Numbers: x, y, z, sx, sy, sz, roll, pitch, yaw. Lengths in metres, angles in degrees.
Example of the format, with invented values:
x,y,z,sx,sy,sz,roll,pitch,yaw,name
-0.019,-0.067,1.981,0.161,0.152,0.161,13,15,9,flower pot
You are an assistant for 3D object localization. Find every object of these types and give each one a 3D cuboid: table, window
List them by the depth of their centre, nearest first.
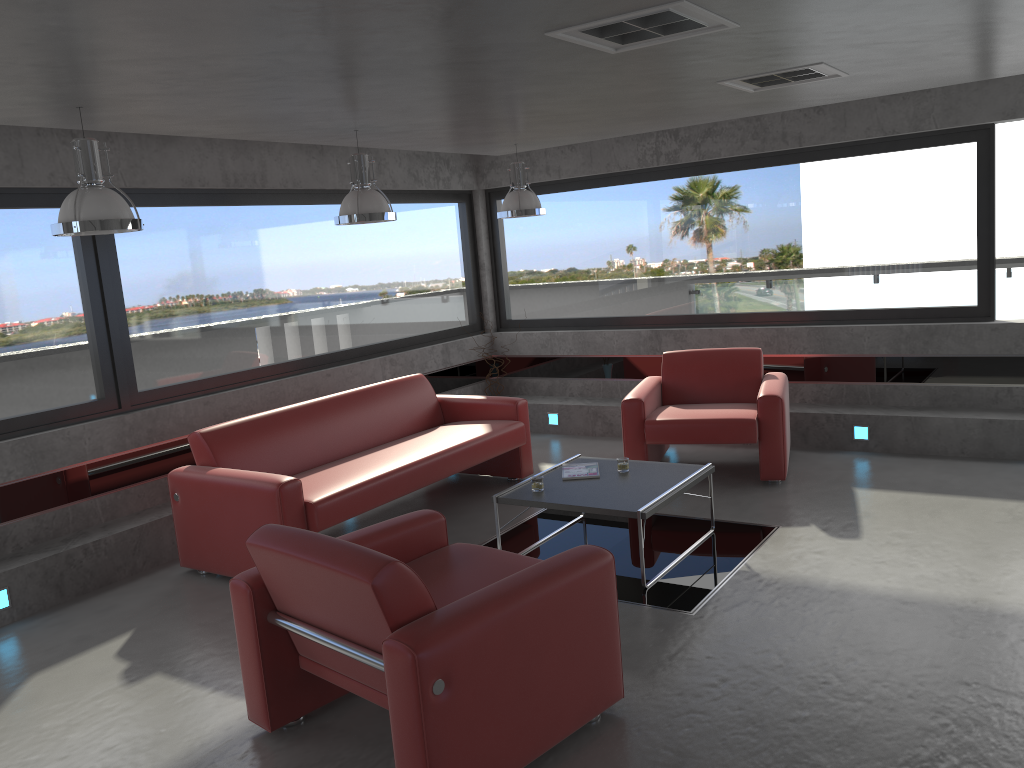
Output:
x,y,z,sx,sy,sz,roll,pitch,yaw,name
0.579,0.784,5.358,0.994,0.436,1.018,1,11,34,table
-2.607,-0.595,6.129,0.003,1.364,7.800,1,11,34,window
1.750,-1.283,8.143,4.583,1.364,0.003,1,11,34,window

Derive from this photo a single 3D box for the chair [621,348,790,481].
x,y,z,sx,sy,sz,roll,pitch,yaw,name
1.525,0.209,6.909,1.196,0.854,1.130,-2,9,19,chair

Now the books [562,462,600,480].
x,y,z,sx,sy,sz,roll,pitch,yaw,name
0.432,0.543,5.576,0.228,0.022,0.326,-4,9,4,books

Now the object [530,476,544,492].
x,y,z,sx,sy,sz,roll,pitch,yaw,name
0.151,0.590,5.246,0.079,0.077,0.079,-2,9,17,object

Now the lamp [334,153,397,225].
x,y,z,sx,sy,sz,roll,pitch,yaw,name
-0.933,-1.220,5.531,0.389,0.422,0.388,1,11,34,lamp

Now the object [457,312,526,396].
x,y,z,sx,sy,sz,roll,pitch,yaw,name
-0.170,-0.029,8.188,0.466,1.289,0.531,-13,12,-42,object

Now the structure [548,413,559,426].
x,y,z,sx,sy,sz,roll,pitch,yaw,name
0.405,0.345,8.693,0.123,0.123,0.004,1,11,34,structure

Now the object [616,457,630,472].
x,y,z,sx,sy,sz,roll,pitch,yaw,name
0.690,0.502,5.511,0.079,0.077,0.079,3,12,42,object

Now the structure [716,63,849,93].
x,y,z,sx,sy,sz,roll,pitch,yaw,name
1.488,-1.795,4.868,0.563,0.240,0.563,1,11,34,structure

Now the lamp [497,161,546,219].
x,y,z,sx,sy,sz,roll,pitch,yaw,name
0.060,-1.534,6.999,0.388,0.422,0.389,-1,10,23,lamp

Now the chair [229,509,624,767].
x,y,z,sx,sy,sz,roll,pitch,yaw,name
-0.323,0.891,3.556,1.196,0.854,1.130,4,12,44,chair

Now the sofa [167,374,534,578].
x,y,z,sx,sy,sz,roll,pitch,yaw,name
-0.966,0.520,6.287,1.120,0.854,2.626,1,11,34,sofa

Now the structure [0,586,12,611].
x,y,z,sx,sy,sz,roll,pitch,yaw,name
-2.866,1.210,4.951,0.004,0.123,0.123,1,11,34,structure

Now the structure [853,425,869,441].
x,y,z,sx,sy,sz,roll,pitch,yaw,name
2.791,0.391,7.089,0.123,0.123,0.004,1,11,34,structure

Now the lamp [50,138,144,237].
x,y,z,sx,sy,sz,roll,pitch,yaw,name
-1.926,-0.906,4.063,0.389,0.422,0.388,1,11,34,lamp

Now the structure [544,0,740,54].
x,y,z,sx,sy,sz,roll,pitch,yaw,name
0.501,-1.483,3.409,0.563,0.240,0.563,1,11,34,structure
